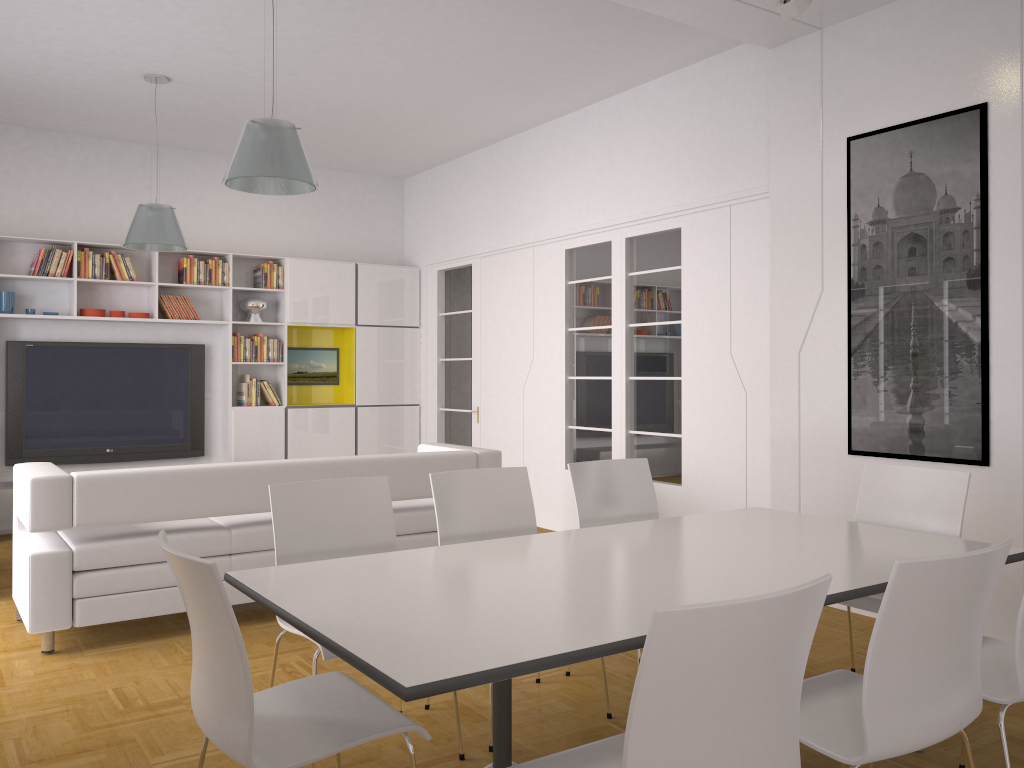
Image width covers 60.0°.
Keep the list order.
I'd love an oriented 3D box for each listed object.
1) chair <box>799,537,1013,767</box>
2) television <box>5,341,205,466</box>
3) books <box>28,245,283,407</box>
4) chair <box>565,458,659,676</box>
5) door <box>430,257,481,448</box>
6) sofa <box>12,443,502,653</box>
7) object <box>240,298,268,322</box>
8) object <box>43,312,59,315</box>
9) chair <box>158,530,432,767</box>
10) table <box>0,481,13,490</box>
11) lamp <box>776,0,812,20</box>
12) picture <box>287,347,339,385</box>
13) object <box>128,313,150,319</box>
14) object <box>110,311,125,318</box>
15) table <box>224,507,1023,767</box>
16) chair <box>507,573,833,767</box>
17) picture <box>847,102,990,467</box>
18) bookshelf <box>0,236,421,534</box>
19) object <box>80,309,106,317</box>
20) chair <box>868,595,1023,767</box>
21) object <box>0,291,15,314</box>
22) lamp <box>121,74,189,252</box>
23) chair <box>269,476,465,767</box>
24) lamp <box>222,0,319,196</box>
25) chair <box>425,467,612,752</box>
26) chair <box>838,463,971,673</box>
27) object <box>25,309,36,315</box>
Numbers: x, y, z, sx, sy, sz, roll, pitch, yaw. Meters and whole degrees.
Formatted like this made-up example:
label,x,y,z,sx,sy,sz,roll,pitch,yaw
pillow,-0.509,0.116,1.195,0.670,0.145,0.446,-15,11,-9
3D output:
label,x,y,z,sx,sy,sz,roll,pitch,yaw
chair,0.890,0.840,2.228,0.561,0.931,0.575,0,0,-34
television,-3.647,0.169,8.049,1.660,1.088,0.082,0,0,-34
books,-3.912,-0.497,7.758,3.862,1.456,0.235,0,0,-34
chair,0.580,0.822,3.896,0.561,0.931,0.575,0,0,-34
door,-0.564,0.004,8.939,0.139,2.455,1.009,0,-1,-34
sofa,-1.372,0.836,5.160,2.622,0.849,0.822,0,0,-34
object,-2.529,-0.713,8.694,0.256,0.239,0.257,0,0,-26
object,-4.001,-0.603,7.694,0.123,0.032,0.124,0,1,42
chair,-0.566,0.840,2.207,0.575,0.931,0.561,0,0,-34
table,-3.379,1.027,7.667,1.973,0.435,0.437,0,0,-34
lamp,1.295,-1.864,4.095,0.173,0.364,0.167,0,0,9
picture,-2.072,-0.181,9.157,0.609,0.388,0.007,0,0,-34
object,-3.402,-0.619,8.088,0.182,0.054,0.183,0,1,-38
object,-3.562,-0.621,8.003,0.128,0.073,0.129,0,0,-38
table,0.458,0.933,2.873,2.411,0.722,1.211,0,0,-34
chair,0.307,0.844,1.836,0.561,0.931,0.575,0,0,-34
picture,2.099,-0.491,4.644,0.013,1.780,0.786,0,-1,-34
bookshelf,-3.315,-0.001,8.196,5.365,2.480,0.389,0,0,-34
object,-3.731,-0.627,7.889,0.211,0.073,0.210,0,1,31
chair,1.438,0.836,2.596,0.561,0.931,0.575,0,0,-34
object,-4.288,-0.682,7.502,0.147,0.192,0.147,0,0,-45
lamp,-2.607,-1.621,6.492,0.464,1.250,0.464,0,-1,-35
chair,-0.550,0.830,3.136,0.561,0.931,0.575,0,0,-34
lamp,-1.189,-1.599,4.381,0.464,1.250,0.464,0,-1,-35
chair,-0.002,0.826,3.505,0.561,0.931,0.575,0,0,-34
chair,1.498,0.818,3.595,0.575,0.931,0.561,0,0,-34
object,-4.130,-0.614,7.606,0.078,0.056,0.078,0,0,-9
